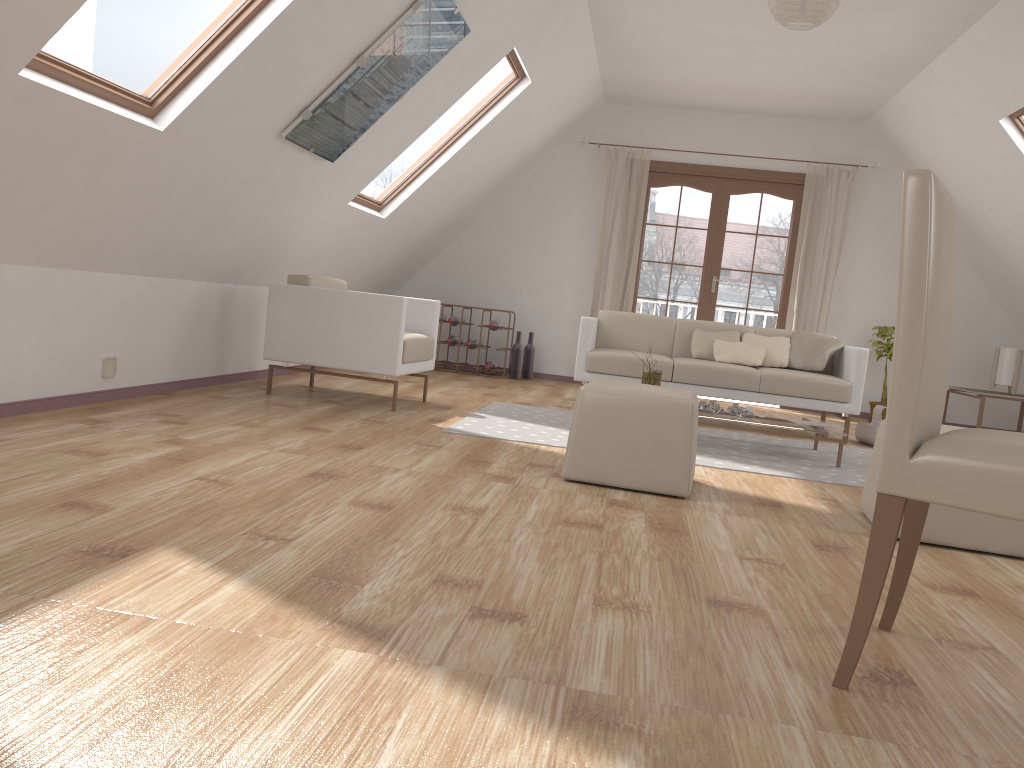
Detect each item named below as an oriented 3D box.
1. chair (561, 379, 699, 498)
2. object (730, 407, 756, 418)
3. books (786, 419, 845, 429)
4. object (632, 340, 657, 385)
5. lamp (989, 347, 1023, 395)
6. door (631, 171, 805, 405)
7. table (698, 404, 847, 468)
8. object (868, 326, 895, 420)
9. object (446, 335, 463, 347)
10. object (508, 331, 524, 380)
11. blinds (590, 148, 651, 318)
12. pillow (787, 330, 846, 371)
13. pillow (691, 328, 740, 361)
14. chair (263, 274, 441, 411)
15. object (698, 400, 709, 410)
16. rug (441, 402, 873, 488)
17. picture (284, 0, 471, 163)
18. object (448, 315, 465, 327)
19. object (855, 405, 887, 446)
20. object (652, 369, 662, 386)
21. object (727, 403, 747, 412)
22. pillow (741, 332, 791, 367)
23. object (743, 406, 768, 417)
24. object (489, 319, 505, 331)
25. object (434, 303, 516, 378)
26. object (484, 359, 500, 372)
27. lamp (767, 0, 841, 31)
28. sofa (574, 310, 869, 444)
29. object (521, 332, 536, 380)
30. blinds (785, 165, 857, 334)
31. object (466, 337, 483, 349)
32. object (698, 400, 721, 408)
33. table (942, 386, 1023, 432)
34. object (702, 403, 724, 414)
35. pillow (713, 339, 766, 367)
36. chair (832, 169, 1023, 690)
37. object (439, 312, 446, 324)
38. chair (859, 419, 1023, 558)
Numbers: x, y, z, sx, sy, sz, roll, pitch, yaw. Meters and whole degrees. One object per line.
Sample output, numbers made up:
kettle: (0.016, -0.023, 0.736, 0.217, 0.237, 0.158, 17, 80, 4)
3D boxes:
chair: (0.506, 0.198, 3.623, 0.506, 0.394, 0.506, 7, 5, 13)
object: (1.272, 0.157, 4.884, 0.064, 0.051, 0.143, 4, 5, -22)
books: (1.686, 0.221, 4.928, 0.280, 0.005, 0.192, 6, 5, 0)
object: (0.779, -0.078, 5.134, 0.184, 0.359, 0.123, 2, 7, -40)
lamp: (4.142, -0.112, 7.414, 0.221, 0.375, 0.180, 11, 7, 41)
door: (1.814, -0.884, 8.150, 1.546, 2.001, 0.098, 7, 5, 8)
table: (1.200, 0.257, 5.037, 1.173, 0.190, 0.730, 7, 5, 8)
object: (3.224, -0.089, 7.709, 0.311, 0.846, 0.307, 6, 5, 0)
object: (-0.539, -0.395, 8.123, 0.109, 0.109, 0.435, 7, 5, 8)
object: (0.045, -0.257, 8.033, 0.115, 0.443, 0.120, 7, 5, 2)
blinds: (0.939, -1.078, 8.173, 0.423, 2.130, 0.120, 7, 5, 5)
pillow: (2.101, -0.232, 6.212, 0.269, 0.276, 0.424, 3, 6, -32)
pillow: (1.460, -0.283, 6.353, 0.351, 0.235, 0.185, 7, 5, 11)
chair: (-0.926, -0.264, 5.298, 0.820, 0.706, 0.748, 7, 5, 11)
object: (1.056, 0.117, 5.054, 0.143, 0.052, 0.064, 7, 5, 8)
rug: (1.142, 0.347, 4.984, 2.800, 0.007, 1.600, 7, 5, 8)
picture: (-0.635, -1.484, 4.353, 0.683, 0.738, 0.650, 7, 5, 8)
object: (-0.519, -0.579, 8.109, 0.109, 0.109, 0.435, 7, 5, 8)
object: (2.462, 0.283, 5.890, 0.212, 0.267, 0.315, 6, 5, -5)
object: (0.847, 0.007, 5.244, 0.075, 0.185, 0.075, 10, 6, 39)
object: (1.313, 0.136, 5.158, 0.064, 0.052, 0.143, 10, 6, 38)
pillow: (1.794, -0.240, 6.302, 0.351, 0.225, 0.196, 8, 5, 13)
object: (1.372, 0.156, 5.010, 0.143, 0.052, 0.064, 7, 5, 8)
object: (-0.152, -0.533, 8.057, 0.109, 0.109, 0.435, 7, 5, 8)
object: (-0.436, -0.410, 8.149, 0.854, 0.608, 0.417, 7, 5, 8)
object: (-0.193, -0.161, 8.088, 0.109, 0.109, 0.435, 7, 5, 8)
lamp: (1.378, -1.923, 4.133, 0.340, 0.497, 0.340, 2, 7, -42)
sofa: (1.415, -0.088, 6.268, 1.880, 0.706, 0.820, 7, 5, 8)
object: (0.158, -0.261, 8.228, 0.115, 0.443, 0.120, 7, 5, 2)
blinds: (2.702, -0.859, 7.887, 0.424, 2.129, 0.123, 7, 5, 3)
object: (-0.356, -0.369, 8.097, 0.109, 0.109, 0.435, 7, 5, 8)
object: (1.155, 0.117, 5.180, 0.064, 0.052, 0.143, 4, 5, -22)
table: (4.027, 0.273, 7.294, 0.730, 0.390, 0.773, 7, 5, 6)
object: (1.114, 0.136, 4.906, 0.064, 0.052, 0.143, 10, 6, 38)
pillow: (1.582, -0.211, 6.188, 0.363, 0.170, 0.227, 8, 5, 13)
chair: (1.038, 0.124, 1.706, 0.618, 0.999, 0.477, 10, 6, 32)
object: (-0.700, -0.604, 8.129, 0.110, 0.110, 0.439, 7, 5, 8)
chair: (1.591, 0.353, 3.228, 0.506, 0.394, 0.506, 7, 5, 12)
